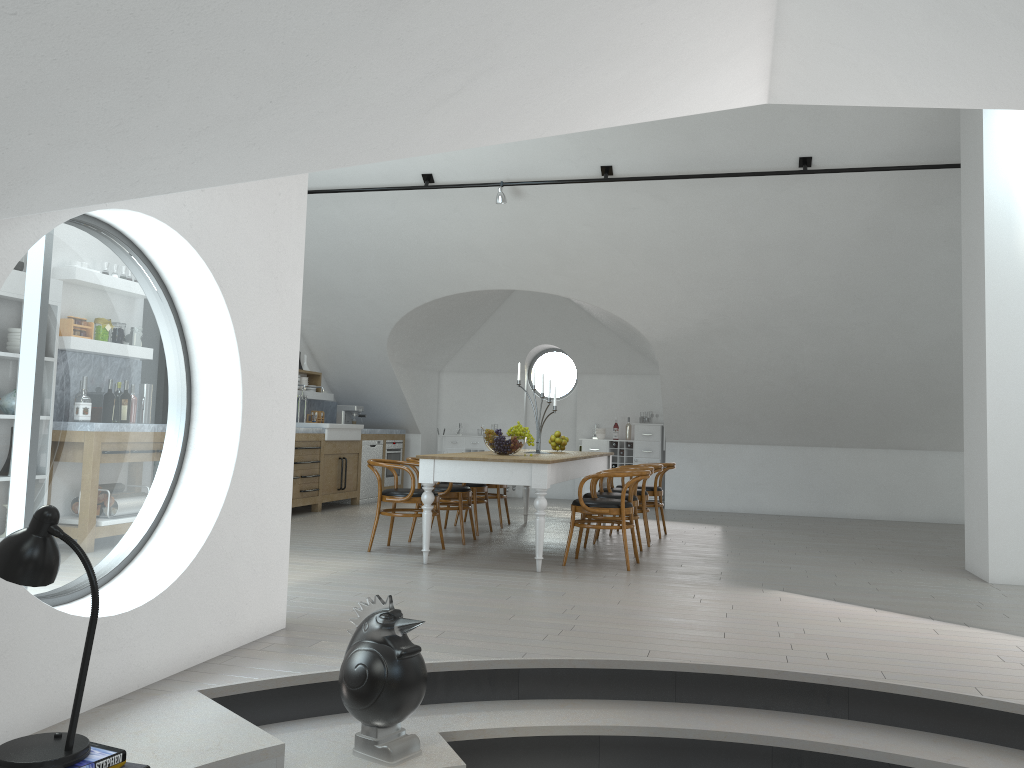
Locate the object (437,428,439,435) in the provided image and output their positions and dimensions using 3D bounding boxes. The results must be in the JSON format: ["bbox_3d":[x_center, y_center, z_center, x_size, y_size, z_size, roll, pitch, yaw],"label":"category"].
[{"bbox_3d":[-1.072,0.790,13.125,0.088,0.269,0.029,3,-5,-12],"label":"object"}]

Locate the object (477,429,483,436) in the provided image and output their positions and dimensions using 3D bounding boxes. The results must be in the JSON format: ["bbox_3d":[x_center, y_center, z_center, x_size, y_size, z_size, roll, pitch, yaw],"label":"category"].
[{"bbox_3d":[-0.472,0.713,12.988,0.082,0.105,0.081,0,-5,28],"label":"object"}]

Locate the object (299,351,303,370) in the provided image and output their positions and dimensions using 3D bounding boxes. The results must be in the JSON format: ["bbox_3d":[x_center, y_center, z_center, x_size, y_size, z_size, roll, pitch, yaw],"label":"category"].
[{"bbox_3d":[-2.762,-0.313,11.422,0.156,0.269,0.156,0,-4,19],"label":"object"}]

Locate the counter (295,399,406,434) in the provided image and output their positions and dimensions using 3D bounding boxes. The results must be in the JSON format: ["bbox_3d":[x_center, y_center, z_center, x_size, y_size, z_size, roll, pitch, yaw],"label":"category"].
[{"bbox_3d":[-2.774,0.227,9.943,0.961,0.621,6.561,1,-3,14],"label":"counter"}]

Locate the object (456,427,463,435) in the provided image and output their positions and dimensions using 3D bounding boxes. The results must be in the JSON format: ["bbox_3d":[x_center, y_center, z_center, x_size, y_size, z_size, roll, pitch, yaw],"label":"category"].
[{"bbox_3d":[-0.789,0.707,13.312,0.101,0.138,0.066,1,-4,14],"label":"object"}]

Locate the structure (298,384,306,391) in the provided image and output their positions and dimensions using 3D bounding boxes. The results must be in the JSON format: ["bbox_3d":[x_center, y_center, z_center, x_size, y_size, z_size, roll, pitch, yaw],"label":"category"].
[{"bbox_3d":[-2.674,0.266,10.786,0.332,0.531,0.213,2,-4,-5],"label":"structure"}]

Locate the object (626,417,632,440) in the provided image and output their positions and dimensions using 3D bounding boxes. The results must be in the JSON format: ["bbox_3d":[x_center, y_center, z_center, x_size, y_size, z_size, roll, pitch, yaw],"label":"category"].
[{"bbox_3d":[1.671,0.642,12.708,0.085,0.331,0.085,4,-5,-26],"label":"object"}]

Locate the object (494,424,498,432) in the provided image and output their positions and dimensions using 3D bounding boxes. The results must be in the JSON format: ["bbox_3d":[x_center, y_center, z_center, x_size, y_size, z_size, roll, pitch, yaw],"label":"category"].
[{"bbox_3d":[-0.236,0.682,13.044,0.063,0.187,0.063,2,-5,0],"label":"object"}]

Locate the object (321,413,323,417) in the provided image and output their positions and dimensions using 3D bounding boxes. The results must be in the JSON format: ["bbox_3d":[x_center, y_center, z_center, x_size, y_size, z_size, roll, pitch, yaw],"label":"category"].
[{"bbox_3d":[-2.562,0.480,11.918,0.040,0.193,0.042,4,-5,-25],"label":"object"}]

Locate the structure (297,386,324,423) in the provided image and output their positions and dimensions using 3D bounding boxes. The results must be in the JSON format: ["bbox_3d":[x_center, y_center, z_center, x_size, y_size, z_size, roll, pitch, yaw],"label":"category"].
[{"bbox_3d":[-2.553,0.294,11.258,0.332,0.531,0.213,2,-4,-5],"label":"structure"}]

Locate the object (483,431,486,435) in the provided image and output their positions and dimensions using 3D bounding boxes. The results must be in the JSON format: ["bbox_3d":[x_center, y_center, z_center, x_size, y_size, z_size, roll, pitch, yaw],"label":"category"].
[{"bbox_3d":[-0.388,0.726,13.003,0.077,0.085,0.077,2,-4,2],"label":"object"}]

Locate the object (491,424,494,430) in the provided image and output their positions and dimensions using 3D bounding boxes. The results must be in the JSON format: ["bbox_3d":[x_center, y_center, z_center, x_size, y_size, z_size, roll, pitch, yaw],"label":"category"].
[{"bbox_3d":[-0.283,0.687,13.087,0.054,0.179,0.054,2,-5,-8],"label":"object"}]

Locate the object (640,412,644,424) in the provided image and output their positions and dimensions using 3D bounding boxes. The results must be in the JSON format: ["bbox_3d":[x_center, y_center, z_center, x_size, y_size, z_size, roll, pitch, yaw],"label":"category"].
[{"bbox_3d":[1.852,0.485,12.647,0.048,0.170,0.048,6,-6,-43],"label":"object"}]

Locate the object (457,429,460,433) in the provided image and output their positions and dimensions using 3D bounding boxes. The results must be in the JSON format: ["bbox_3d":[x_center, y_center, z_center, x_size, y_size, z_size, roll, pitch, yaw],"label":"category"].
[{"bbox_3d":[-0.785,0.688,13.320,0.097,0.137,0.029,0,-5,18],"label":"object"}]

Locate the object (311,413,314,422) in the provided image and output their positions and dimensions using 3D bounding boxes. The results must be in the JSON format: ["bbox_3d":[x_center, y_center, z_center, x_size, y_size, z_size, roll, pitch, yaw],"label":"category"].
[{"bbox_3d":[-2.639,0.468,11.724,0.040,0.193,0.042,5,-6,-38],"label":"object"}]

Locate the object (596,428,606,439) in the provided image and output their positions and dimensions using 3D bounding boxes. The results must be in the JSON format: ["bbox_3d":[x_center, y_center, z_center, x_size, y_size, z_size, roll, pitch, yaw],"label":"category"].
[{"bbox_3d":[1.278,0.720,12.781,0.154,0.160,0.157,-2,-5,42],"label":"object"}]

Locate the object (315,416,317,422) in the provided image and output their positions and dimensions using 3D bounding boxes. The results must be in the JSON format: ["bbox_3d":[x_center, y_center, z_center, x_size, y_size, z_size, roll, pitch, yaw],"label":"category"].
[{"bbox_3d":[-2.597,0.482,11.725,0.044,0.179,0.019,2,-5,-1],"label":"object"}]

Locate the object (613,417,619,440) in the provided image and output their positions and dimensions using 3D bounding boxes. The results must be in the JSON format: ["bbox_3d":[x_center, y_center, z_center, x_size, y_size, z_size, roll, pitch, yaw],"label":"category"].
[{"bbox_3d":[1.498,0.640,12.758,0.081,0.330,0.081,1,-5,10],"label":"object"}]

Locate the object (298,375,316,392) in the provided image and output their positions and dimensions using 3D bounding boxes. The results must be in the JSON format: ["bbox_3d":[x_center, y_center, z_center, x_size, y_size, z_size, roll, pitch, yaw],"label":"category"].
[{"bbox_3d":[-2.736,-0.004,11.473,0.198,0.196,0.655,1,-3,14],"label":"object"}]

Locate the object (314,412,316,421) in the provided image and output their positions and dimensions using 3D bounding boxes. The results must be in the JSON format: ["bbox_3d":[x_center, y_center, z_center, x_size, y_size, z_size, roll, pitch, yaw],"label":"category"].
[{"bbox_3d":[-2.611,0.471,11.716,0.023,0.196,0.018,1,-5,9],"label":"object"}]

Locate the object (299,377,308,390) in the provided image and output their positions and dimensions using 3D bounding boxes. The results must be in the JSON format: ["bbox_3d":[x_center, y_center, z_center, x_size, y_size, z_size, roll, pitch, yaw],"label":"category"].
[{"bbox_3d":[-2.712,-0.006,11.468,0.154,0.160,0.157,-2,-5,42],"label":"object"}]

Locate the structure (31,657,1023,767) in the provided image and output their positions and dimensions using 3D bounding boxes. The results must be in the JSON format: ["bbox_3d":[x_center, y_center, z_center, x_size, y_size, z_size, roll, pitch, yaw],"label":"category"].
[{"bbox_3d":[0.557,1.460,1.666,4.704,0.695,4.704,4,-4,-31],"label":"structure"}]

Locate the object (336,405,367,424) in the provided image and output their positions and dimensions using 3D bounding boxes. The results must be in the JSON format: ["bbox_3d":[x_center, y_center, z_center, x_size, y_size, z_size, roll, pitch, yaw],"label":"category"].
[{"bbox_3d":[-2.187,0.460,12.263,0.386,0.321,0.323,1,-4,14],"label":"object"}]

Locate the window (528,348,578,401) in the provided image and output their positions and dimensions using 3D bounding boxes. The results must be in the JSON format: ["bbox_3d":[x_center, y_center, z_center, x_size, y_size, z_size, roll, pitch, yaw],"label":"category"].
[{"bbox_3d":[0.644,-0.141,13.557,0.900,0.902,0.060,1,-5,14],"label":"window"}]

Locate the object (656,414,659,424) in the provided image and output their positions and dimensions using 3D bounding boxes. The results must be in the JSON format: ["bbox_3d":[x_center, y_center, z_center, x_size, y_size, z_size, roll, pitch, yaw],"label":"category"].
[{"bbox_3d":[2.067,0.501,12.627,0.046,0.143,0.046,0,-5,26],"label":"object"}]

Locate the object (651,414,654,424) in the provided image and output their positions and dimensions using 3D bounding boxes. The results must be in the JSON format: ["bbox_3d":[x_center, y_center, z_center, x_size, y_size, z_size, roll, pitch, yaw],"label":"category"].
[{"bbox_3d":[1.996,0.498,12.612,0.046,0.143,0.046,0,-5,26],"label":"object"}]

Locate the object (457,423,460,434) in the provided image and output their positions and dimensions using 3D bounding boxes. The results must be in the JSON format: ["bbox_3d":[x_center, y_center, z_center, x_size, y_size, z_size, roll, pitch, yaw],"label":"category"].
[{"bbox_3d":[-0.796,0.672,13.322,0.039,0.175,0.054,1,-5,14],"label":"object"}]

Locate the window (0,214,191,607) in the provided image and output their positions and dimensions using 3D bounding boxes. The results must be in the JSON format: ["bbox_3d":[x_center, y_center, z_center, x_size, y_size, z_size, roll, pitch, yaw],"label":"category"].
[{"bbox_3d":[-1.693,0.083,3.343,0.104,1.474,1.467,1,-4,14],"label":"window"}]

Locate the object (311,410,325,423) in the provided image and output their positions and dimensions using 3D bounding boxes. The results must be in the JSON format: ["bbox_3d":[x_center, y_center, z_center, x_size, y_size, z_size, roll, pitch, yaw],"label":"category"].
[{"bbox_3d":[-2.608,0.470,11.895,0.104,0.223,0.200,1,-4,14],"label":"object"}]

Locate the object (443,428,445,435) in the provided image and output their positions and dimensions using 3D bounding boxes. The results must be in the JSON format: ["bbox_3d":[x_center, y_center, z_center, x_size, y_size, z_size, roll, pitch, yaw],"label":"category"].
[{"bbox_3d":[-1.019,0.791,13.111,0.088,0.269,0.029,-2,-6,41],"label":"object"}]

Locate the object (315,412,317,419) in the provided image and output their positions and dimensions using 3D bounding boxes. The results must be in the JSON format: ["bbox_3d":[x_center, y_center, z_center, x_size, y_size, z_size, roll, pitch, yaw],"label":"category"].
[{"bbox_3d":[-2.592,0.469,11.712,0.040,0.193,0.042,5,-6,-39],"label":"object"}]

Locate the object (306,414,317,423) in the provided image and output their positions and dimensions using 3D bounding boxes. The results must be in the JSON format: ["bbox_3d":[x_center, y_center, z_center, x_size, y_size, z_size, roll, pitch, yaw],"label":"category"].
[{"bbox_3d":[-2.653,0.483,11.676,0.100,0.172,0.172,1,-4,16],"label":"object"}]

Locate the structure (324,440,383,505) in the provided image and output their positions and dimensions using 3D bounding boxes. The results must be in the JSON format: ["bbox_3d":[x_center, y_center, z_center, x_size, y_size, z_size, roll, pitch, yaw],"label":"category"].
[{"bbox_3d":[-2.131,1.149,11.744,0.598,0.825,0.722,1,-4,14],"label":"structure"}]

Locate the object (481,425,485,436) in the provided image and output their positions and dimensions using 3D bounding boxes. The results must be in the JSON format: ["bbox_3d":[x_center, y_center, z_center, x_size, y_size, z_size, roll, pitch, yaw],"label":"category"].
[{"bbox_3d":[-0.427,0.686,13.059,0.048,0.170,0.048,2,-5,2],"label":"object"}]

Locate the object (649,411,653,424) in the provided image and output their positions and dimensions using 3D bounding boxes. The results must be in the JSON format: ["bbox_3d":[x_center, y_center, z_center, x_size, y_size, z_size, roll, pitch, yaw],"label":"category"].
[{"bbox_3d":[1.998,0.487,12.771,0.063,0.187,0.063,2,-5,1],"label":"object"}]

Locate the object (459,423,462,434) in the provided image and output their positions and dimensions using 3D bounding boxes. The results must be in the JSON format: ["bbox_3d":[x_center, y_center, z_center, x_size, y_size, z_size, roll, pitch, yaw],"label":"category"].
[{"bbox_3d":[-0.769,0.674,13.300,0.039,0.164,0.024,-1,-5,27],"label":"object"}]

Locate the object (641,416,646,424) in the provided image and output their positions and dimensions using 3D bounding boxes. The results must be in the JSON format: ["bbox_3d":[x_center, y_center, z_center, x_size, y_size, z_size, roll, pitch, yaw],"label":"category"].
[{"bbox_3d":[1.868,0.513,12.564,0.081,0.105,0.081,5,-5,-37],"label":"object"}]

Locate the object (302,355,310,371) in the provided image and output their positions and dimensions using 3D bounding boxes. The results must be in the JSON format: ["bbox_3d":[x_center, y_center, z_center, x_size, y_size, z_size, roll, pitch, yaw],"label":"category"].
[{"bbox_3d":[-2.716,-0.276,11.639,0.156,0.219,0.155,2,-4,-4],"label":"object"}]

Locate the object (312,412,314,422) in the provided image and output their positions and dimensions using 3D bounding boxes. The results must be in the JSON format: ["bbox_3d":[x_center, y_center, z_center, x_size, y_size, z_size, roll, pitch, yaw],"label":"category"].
[{"bbox_3d":[-2.627,0.470,11.700,0.019,0.196,0.022,2,-5,3],"label":"object"}]

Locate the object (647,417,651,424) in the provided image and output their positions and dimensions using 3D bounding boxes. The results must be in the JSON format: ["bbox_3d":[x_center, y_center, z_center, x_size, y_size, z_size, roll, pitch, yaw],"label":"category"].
[{"bbox_3d":[1.964,0.527,12.703,0.071,0.099,0.071,0,-4,23],"label":"object"}]

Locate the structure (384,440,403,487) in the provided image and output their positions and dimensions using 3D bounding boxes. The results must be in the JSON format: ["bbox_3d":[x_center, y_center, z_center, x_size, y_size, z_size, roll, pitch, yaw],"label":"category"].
[{"bbox_3d":[-1.938,1.098,12.480,0.631,0.638,0.631,1,-4,14],"label":"structure"}]

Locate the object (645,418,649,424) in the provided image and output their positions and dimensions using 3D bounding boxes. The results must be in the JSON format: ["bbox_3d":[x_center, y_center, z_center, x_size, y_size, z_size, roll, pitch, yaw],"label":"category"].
[{"bbox_3d":[1.917,0.528,12.634,0.077,0.085,0.077,0,-4,22],"label":"object"}]
